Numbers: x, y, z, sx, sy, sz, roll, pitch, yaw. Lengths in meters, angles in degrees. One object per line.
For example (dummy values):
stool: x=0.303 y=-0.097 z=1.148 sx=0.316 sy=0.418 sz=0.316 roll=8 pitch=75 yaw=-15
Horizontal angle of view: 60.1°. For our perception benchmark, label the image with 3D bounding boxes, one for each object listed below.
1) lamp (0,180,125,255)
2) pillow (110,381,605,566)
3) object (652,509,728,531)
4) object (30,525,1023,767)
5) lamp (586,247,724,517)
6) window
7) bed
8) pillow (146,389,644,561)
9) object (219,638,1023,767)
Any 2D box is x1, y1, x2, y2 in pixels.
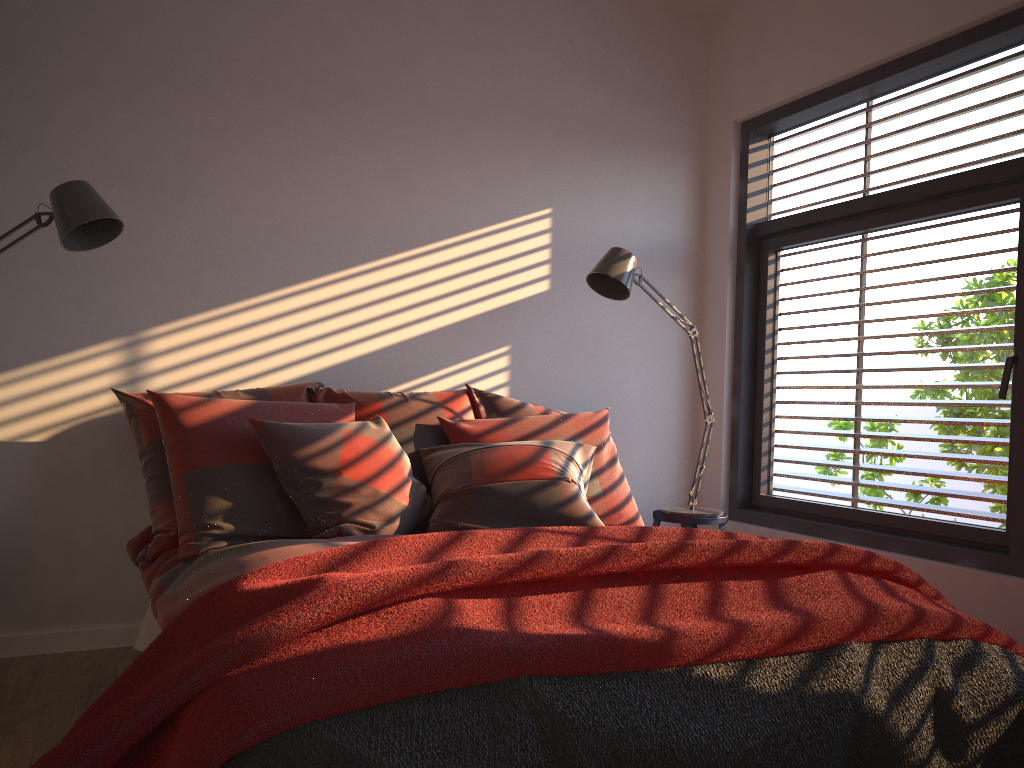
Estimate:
lamp: x=-1.609 y=-0.066 z=2.777 sx=0.788 sy=1.129 sz=0.279 roll=2 pitch=2 yaw=15
pillow: x=-0.267 y=0.352 z=3.238 sx=2.143 sy=0.734 sz=1.143 roll=2 pitch=-1 yaw=-28
object: x=0.799 y=0.824 z=4.015 sx=0.338 sy=0.481 sz=0.341 roll=1 pitch=1 yaw=-28
object: x=0.245 y=0.694 z=2.086 sx=2.646 sy=0.661 sz=0.682 roll=2 pitch=0 yaw=-25
lamp: x=0.616 y=0.012 z=3.844 sx=0.788 sy=1.129 sz=0.279 roll=1 pitch=2 yaw=-34
window: x=1.740 y=-0.310 z=3.190 sx=0.170 sy=1.942 sz=2.634 roll=1 pitch=0 yaw=-26
bed: x=-0.016 y=0.633 z=2.693 sx=2.037 sy=0.770 sz=2.311 roll=2 pitch=-1 yaw=-26
pillow: x=-0.354 y=0.321 z=3.232 sx=1.815 sy=0.552 sz=0.527 roll=2 pitch=0 yaw=-25
object: x=0.339 y=0.724 z=1.974 sx=2.507 sy=0.568 sz=1.121 roll=2 pitch=-1 yaw=-25
